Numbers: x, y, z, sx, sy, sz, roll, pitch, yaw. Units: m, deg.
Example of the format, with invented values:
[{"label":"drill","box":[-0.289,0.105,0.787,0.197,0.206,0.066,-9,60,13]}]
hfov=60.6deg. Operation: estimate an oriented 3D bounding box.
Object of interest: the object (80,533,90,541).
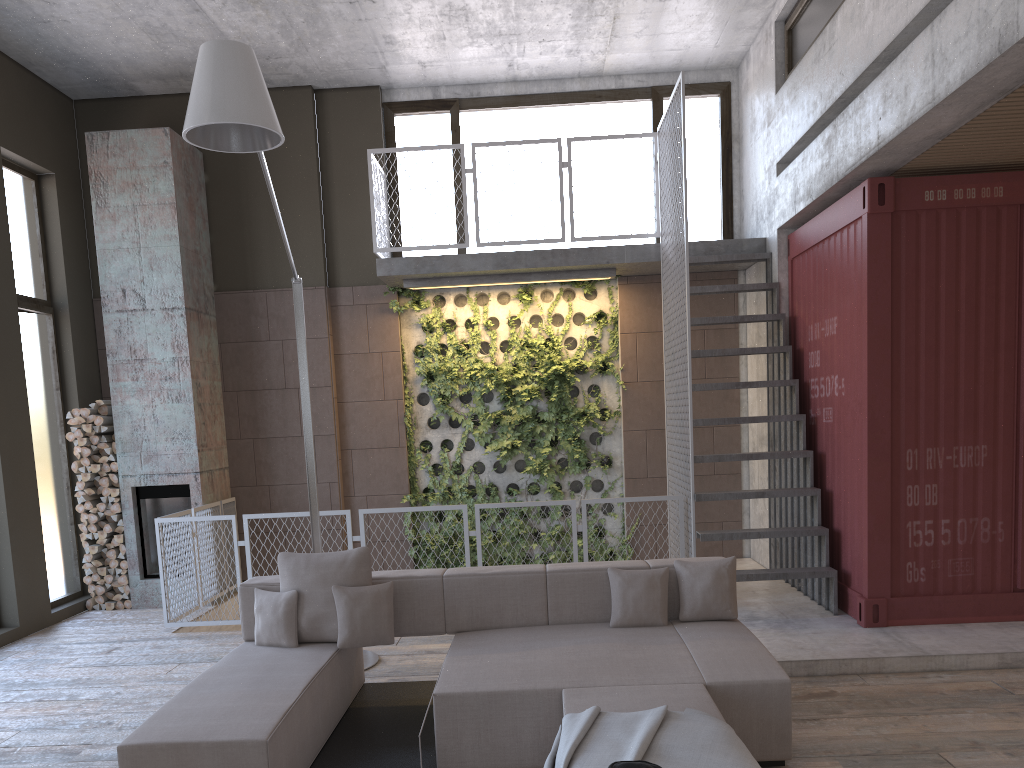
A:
[{"label":"object","box":[-4.218,1.512,8.861,0.079,0.108,0.433,-3,-2,1]}]

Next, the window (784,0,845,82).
[{"label":"window","box":[2.238,-2.967,3.429,0.113,0.611,8.381,-3,-2,2]}]

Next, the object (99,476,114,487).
[{"label":"object","box":[-3.983,0.960,8.702,0.098,0.108,0.292,-3,-1,1]}]

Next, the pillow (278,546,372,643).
[{"label":"pillow","box":[-1.107,1.251,5.181,0.563,0.564,0.218,-3,5,4]}]

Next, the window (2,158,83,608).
[{"label":"window","box":[-4.597,-0.087,4.188,0.209,4.201,9.143,-3,-1,0]}]

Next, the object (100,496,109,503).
[{"label":"object","box":[-3.986,1.143,8.791,0.067,0.068,0.420,-3,-2,2]}]

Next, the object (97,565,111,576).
[{"label":"object","box":[-4.028,1.857,8.872,0.093,0.084,0.476,-3,-2,2]}]

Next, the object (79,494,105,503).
[{"label":"object","box":[-4.155,1.121,8.706,0.071,0.073,0.420,-3,-2,2]}]

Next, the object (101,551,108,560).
[{"label":"object","box":[-4.056,1.716,8.924,0.104,0.103,0.290,-3,-1,2]}]

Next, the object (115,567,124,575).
[{"label":"object","box":[-3.872,1.858,8.869,0.067,0.067,0.420,-3,-2,2]}]

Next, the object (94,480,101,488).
[{"label":"object","box":[-4.090,0.996,8.843,0.104,0.103,0.290,-3,-1,2]}]

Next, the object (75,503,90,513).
[{"label":"object","box":[-4.229,1.229,8.820,0.091,0.093,0.434,-3,-2,2]}]

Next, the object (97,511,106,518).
[{"label":"object","box":[-4.042,1.285,8.797,0.064,0.075,0.357,-3,-2,0]}]

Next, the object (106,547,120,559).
[{"label":"object","box":[-3.949,1.680,8.784,0.098,0.108,0.292,-3,-1,1]}]

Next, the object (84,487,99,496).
[{"label":"object","box":[-4.132,1.067,8.808,0.115,0.080,0.432,-3,-2,2]}]

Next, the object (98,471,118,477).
[{"label":"object","box":[-3.991,0.885,8.724,0.089,0.057,0.330,-3,-2,2]}]

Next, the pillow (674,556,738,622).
[{"label":"pillow","box":[1.141,1.202,5.146,0.362,0.371,0.185,-2,5,7]}]

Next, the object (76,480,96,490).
[{"label":"object","box":[-4.184,0.996,8.762,0.091,0.090,0.452,-3,-2,3]}]

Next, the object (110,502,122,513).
[{"label":"object","box":[-3.863,1.212,8.689,0.101,0.103,0.290,-3,-1,1]}]

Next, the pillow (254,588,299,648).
[{"label":"pillow","box":[-1.396,1.393,5.175,0.369,0.381,0.149,-1,5,35]}]

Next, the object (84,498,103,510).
[{"label":"object","box":[-4.143,1.195,8.818,0.091,0.090,0.452,-3,-2,2]}]

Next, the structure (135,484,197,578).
[{"label":"structure","box":[-3.394,1.456,8.691,0.576,0.939,0.055,-3,6,2]}]

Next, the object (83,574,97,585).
[{"label":"object","box":[-4.195,1.949,8.902,0.091,0.093,0.434,-3,-2,2]}]

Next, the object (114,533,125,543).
[{"label":"object","box":[-3.843,1.524,8.828,0.093,0.084,0.476,-3,-2,2]}]

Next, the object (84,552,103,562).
[{"label":"object","box":[-4.150,1.716,8.843,0.091,0.090,0.452,-3,-2,3]}]

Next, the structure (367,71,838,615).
[{"label":"structure","box":[0.583,-0.114,7.994,3.684,4.368,3.003,-3,4,2]}]

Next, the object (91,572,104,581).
[{"label":"object","box":[-4.109,1.916,8.900,0.091,0.090,0.452,-3,-2,2]}]

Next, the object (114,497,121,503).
[{"label":"object","box":[-3.859,1.137,8.679,0.063,0.048,0.249,-3,-2,1]}]

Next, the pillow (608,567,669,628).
[{"label":"pillow","box":[0.749,1.258,5.143,0.370,0.363,0.184,-3,5,2]}]

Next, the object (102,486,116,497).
[{"label":"object","box":[-3.953,1.061,8.787,0.092,0.094,0.434,-3,-2,2]}]

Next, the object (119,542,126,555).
[{"label":"object","box":[-3.818,1.634,8.806,0.064,0.126,0.361,-2,-1,3]}]

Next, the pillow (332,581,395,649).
[{"label":"pillow","box":[-0.847,1.338,5.080,0.375,0.377,0.168,-4,5,-24]}]

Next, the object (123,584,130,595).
[{"label":"object","box":[-3.799,2.039,8.852,0.064,0.126,0.361,-2,-1,3]}]

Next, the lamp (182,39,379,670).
[{"label":"lamp","box":[-1.253,0.261,5.238,0.755,3.464,2.606,-4,4,-11]}]

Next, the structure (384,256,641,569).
[{"label":"structure","box":[0.054,0.528,9.190,2.628,3.869,0.990,-3,6,2]}]

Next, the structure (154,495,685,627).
[{"label":"structure","box":[-0.749,1.528,8.302,4.428,0.945,1.913,-3,0,2]}]

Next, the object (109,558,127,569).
[{"label":"object","box":[-3.919,1.782,8.868,0.092,0.094,0.434,-3,-2,2]}]

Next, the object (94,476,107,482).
[{"label":"object","box":[-4.048,0.928,8.756,0.064,0.075,0.357,-3,-2,3]}]

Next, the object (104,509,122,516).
[{"label":"object","box":[-3.941,1.266,8.788,0.122,0.068,0.361,-3,-2,3]}]

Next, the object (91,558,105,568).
[{"label":"object","box":[-4.098,1.788,8.889,0.115,0.080,0.432,-3,-2,2]}]

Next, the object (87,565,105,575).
[{"label":"object","box":[-4.121,1.841,8.788,0.071,0.073,0.420,-3,-2,2]}]

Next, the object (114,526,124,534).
[{"label":"object","box":[-3.853,1.445,8.843,0.115,0.080,0.432,-3,-2,1]}]

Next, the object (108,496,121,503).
[{"label":"object","box":[-3.906,1.137,8.788,0.067,0.067,0.420,-3,-2,2]}]

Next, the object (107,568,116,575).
[{"label":"object","box":[-3.952,1.864,8.872,0.067,0.068,0.420,-3,-2,2]}]

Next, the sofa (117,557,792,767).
[{"label":"sofa","box":[-0.187,1.486,4.131,2.997,0.793,2.991,-3,-1,2]}]

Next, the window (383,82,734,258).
[{"label":"window","box":[0.491,-2.107,9.144,3.566,1.774,0.108,-3,6,2]}]

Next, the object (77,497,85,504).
[{"label":"object","box":[-4.211,1.160,8.795,0.067,0.085,0.422,-2,-2,4]}]

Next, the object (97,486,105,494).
[{"label":"object","box":[-4.030,1.050,8.814,0.101,0.087,0.360,-3,-2,2]}]

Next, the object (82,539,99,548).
[{"label":"object","box":[-4.226,1.615,8.884,0.070,0.119,0.362,-3,-1,1]}]

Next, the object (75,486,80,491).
[{"label":"object","box":[-4.242,1.019,8.795,0.067,0.072,0.420,-3,-2,3]}]

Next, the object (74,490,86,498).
[{"label":"object","box":[-4.230,1.086,8.776,0.122,0.068,0.361,-3,-2,1]}]
